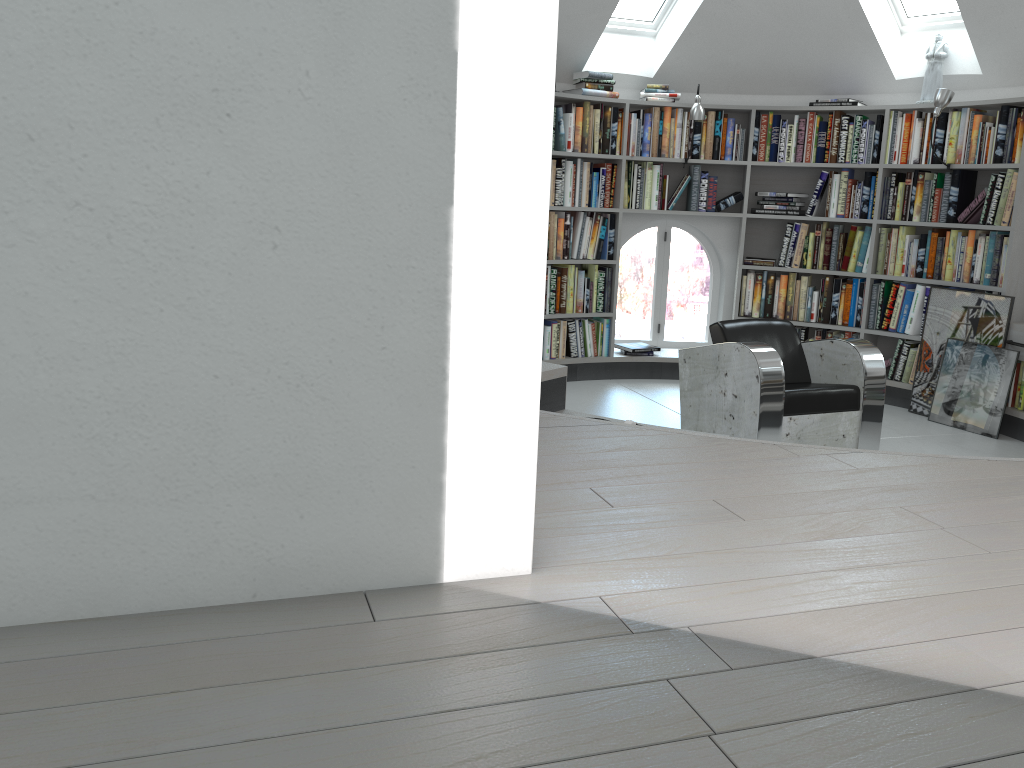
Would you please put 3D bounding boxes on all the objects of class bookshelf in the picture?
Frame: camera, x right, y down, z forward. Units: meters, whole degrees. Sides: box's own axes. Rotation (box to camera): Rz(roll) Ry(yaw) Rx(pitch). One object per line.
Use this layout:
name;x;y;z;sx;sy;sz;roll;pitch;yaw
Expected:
bookshelf;1.014;-0.972;5.867;4.333;1.870;2.120;-2;12;-18

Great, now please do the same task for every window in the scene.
window;0.243;-0.726;6.577;3.234;1.145;0.620;-5;13;-32
window;1.085;-2.705;5.549;4.055;0.709;1.943;-2;12;-18

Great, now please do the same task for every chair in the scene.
chair;1.444;0.040;4.839;0.823;0.716;0.745;-3;12;-23

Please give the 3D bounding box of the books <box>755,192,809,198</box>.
books;2.022;-1.416;6.640;0.269;0.031;0.287;-7;15;-38

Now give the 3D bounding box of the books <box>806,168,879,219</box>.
books;2.431;-1.376;6.415;0.554;0.349;0.256;8;13;27

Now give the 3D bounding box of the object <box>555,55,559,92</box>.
object;0.263;-2.155;6.164;0.147;0.263;0.203;-2;12;-21

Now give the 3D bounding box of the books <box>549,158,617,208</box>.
books;0.312;-1.459;6.404;1.029;0.357;0.302;-5;13;-32

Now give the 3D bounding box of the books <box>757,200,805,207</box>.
books;2.019;-1.354;6.651;0.286;0.031;0.270;10;14;31

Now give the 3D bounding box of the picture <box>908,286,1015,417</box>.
picture;2.898;-0.174;5.749;0.090;0.858;0.581;-3;12;-28

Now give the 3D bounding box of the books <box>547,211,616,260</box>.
books;0.319;-1.080;6.437;0.999;0.350;0.298;-6;14;-34

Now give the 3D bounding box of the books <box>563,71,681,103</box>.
books;0.105;-2.029;5.751;0.750;0.172;2.821;13;16;41

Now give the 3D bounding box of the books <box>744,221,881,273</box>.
books;2.226;-1.023;6.539;0.975;0.350;0.252;8;12;23

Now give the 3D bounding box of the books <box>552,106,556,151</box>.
books;0.005;-1.787;6.076;0.683;0.344;0.266;-8;15;-41

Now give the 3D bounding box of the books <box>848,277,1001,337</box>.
books;2.876;-0.504;6.066;0.304;0.357;1.189;-6;15;-37

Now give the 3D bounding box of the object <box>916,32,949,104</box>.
object;2.821;-2.103;5.921;0.179;0.470;0.180;1;11;-9

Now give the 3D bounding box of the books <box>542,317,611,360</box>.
books;0.287;-0.346;6.568;1.020;0.305;0.289;-6;14;-33

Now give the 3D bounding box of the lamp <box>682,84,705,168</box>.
lamp;1.271;-1.837;6.338;0.113;0.563;0.359;0;11;-12

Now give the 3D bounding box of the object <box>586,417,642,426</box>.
object;0.368;0.178;3.106;0.474;0.082;0.218;10;14;33

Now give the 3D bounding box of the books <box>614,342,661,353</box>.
books;0.974;-0.284;6.905;0.269;0.029;0.254;-4;14;-28

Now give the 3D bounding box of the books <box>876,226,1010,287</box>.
books;2.943;-0.865;5.950;0.276;0.346;1.025;-5;14;-33

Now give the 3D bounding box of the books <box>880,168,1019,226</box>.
books;2.950;-1.242;5.882;0.280;0.356;1.057;-5;14;-32

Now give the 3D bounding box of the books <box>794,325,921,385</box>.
books;2.353;-0.260;6.552;1.500;0.309;0.361;10;14;33

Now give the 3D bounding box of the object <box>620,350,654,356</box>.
object;0.972;-0.254;6.911;0.226;0.036;0.215;2;12;-2

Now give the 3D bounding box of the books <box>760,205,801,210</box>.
books;2.018;-1.324;6.657;0.286;0.031;0.270;6;13;16

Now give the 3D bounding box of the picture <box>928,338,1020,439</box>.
picture;2.905;0.021;5.597;0.107;0.552;0.491;-3;12;-28

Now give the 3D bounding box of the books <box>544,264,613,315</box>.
books;0.314;-0.703;6.516;1.033;0.355;0.294;-5;14;-33

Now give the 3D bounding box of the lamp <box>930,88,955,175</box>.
lamp;2.792;-1.614;5.679;0.275;0.522;0.113;-3;12;-27

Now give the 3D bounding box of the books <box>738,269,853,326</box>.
books;2.138;-0.662;6.652;0.873;0.349;0.273;7;12;22

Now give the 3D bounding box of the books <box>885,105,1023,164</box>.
books;2.960;-1.620;5.822;0.293;0.360;1.018;-6;14;-35

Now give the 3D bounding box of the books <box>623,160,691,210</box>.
books;0.245;-1.400;6.142;2.532;0.369;0.593;-7;15;-37

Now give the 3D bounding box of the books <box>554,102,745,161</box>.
books;0.979;-1.853;6.525;1.565;0.365;0.396;0;12;-13

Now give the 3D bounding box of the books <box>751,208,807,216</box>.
books;2.017;-1.292;6.662;0.388;0.042;0.367;7;13;21

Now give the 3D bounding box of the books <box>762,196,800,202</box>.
books;2.020;-1.385;6.645;0.227;0.036;0.214;10;14;31

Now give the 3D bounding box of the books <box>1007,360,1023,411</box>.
books;3.234;0.091;5.086;0.272;0.296;1.153;2;12;-4

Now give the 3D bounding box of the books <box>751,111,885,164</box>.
books;2.202;-1.786;6.440;0.970;0.365;0.307;8;12;24

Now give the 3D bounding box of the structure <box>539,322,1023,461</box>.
structure;1.411;0.069;4.719;4.716;0.689;4.728;8;13;26

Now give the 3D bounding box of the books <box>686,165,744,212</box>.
books;1.539;-1.463;6.672;0.399;0.339;0.225;3;11;1

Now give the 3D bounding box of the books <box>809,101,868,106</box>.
books;2.358;-2.001;6.394;0.337;0.036;0.317;10;14;33

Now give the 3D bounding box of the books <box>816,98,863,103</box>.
books;2.360;-2.028;6.389;0.248;0.027;0.234;14;16;43
